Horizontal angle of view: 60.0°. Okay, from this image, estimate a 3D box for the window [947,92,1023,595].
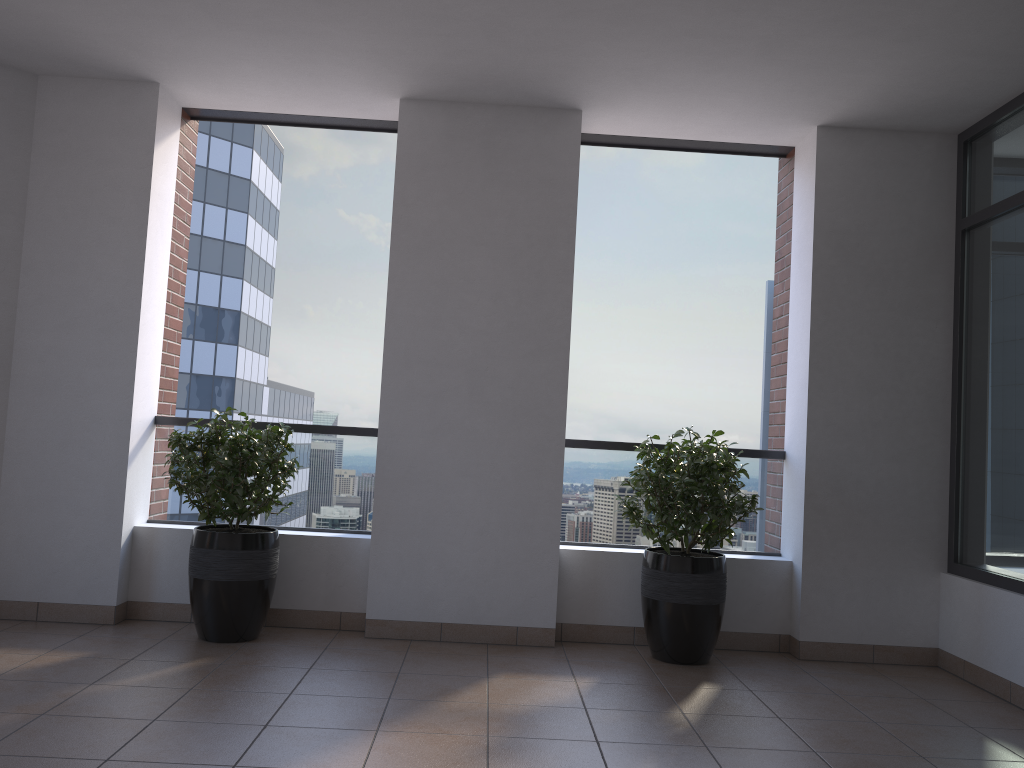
[{"bbox_3d":[2.554,-0.337,2.342,0.170,2.402,5.002,3,-4,-1],"label":"window"}]

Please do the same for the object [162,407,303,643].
[{"bbox_3d":[-1.456,0.749,4.570,0.681,1.264,0.691,3,-4,2],"label":"object"}]

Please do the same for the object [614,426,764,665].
[{"bbox_3d":[0.879,0.883,4.583,0.731,1.338,0.721,3,-4,2],"label":"object"}]
